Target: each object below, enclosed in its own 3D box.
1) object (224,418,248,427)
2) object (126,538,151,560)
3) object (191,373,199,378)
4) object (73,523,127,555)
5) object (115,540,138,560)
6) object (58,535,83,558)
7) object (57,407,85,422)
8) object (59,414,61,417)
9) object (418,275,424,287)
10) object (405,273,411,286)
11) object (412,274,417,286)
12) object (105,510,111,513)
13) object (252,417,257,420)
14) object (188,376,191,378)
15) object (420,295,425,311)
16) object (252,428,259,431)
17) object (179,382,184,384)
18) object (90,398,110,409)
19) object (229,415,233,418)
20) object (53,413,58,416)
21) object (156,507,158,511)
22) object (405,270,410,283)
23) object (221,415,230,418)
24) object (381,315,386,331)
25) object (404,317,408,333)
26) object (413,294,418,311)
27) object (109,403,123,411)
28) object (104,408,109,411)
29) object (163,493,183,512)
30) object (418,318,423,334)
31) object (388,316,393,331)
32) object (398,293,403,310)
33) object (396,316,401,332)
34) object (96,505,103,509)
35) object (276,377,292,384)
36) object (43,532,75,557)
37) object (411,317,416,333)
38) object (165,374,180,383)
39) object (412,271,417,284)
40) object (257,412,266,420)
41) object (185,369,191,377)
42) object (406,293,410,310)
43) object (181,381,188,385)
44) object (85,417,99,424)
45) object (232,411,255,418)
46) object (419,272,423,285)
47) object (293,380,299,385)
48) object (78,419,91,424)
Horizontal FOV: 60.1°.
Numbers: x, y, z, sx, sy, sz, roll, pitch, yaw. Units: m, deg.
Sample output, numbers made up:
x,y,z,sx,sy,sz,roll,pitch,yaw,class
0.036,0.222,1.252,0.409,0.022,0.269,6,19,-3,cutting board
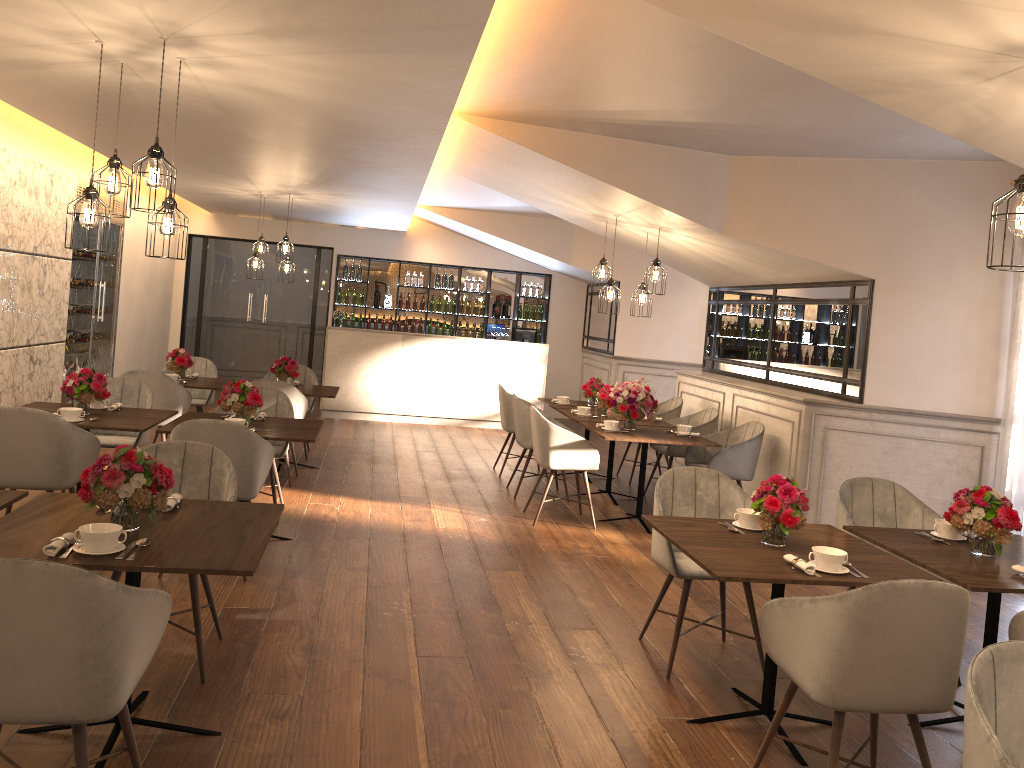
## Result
x,y,z,sx,sy,sz,roll,pitch,yaw,class
-1.648,0.247,5.263,0.148,0.072,0.148,7,5,34,object
-1.159,0.513,2.756,0.043,0.015,0.198,4,5,-13,object
-2.940,-0.077,8.208,0.056,0.039,0.176,4,4,-9,object
-1.265,0.478,2.719,0.148,0.072,0.149,3,4,-31,object
-1.195,0.515,2.757,0.022,0.004,0.211,4,4,-9,object
-1.347,0.495,2.717,0.025,0.024,0.193,4,4,-9,object
-2.553,0.180,5.124,0.148,0.072,0.148,7,5,34,object
-2.635,0.197,5.122,0.025,0.024,0.193,4,4,-9,object
-1.393,-1.582,13.568,0.070,0.190,0.041,5,1,-9,object
-1.591,-1.597,13.538,0.070,0.190,0.041,5,1,-9,object
-1.492,-1.589,13.553,0.070,0.190,0.041,5,1,-9,object
-1.467,0.451,3.278,0.022,0.004,0.211,4,4,-9,object
-1.696,0.220,5.862,0.025,0.024,0.193,4,4,-9,object
-2.973,-0.071,8.193,0.025,0.024,0.193,4,4,-9,object
-1.373,-1.248,13.613,0.065,0.261,0.066,4,2,-30,object
-1.542,0.282,5.300,0.043,0.015,0.198,4,5,-13,object
-2.855,-0.007,7.632,0.022,0.004,0.211,4,4,-9,object
-2.679,0.122,5.720,0.148,0.072,0.148,7,5,34,object
-1.850,0.220,5.822,0.022,0.004,0.211,4,4,-9,object
-2.667,0.188,5.107,0.056,0.039,0.176,4,4,-9,object
-1.314,0.451,3.318,0.025,0.024,0.193,4,4,-9,object
-1.588,-1.633,13.537,0.069,0.208,0.040,5,1,-9,object
-1.885,0.211,5.823,0.043,0.015,0.198,4,5,-13,object
-1.964,-0.928,13.535,0.065,0.261,0.066,4,2,-30,object
-1.622,-0.903,13.587,0.065,0.261,0.066,4,2,-30,object
-1.482,-1.256,13.597,0.065,0.261,0.066,4,2,-30,object
-2.569,0.148,5.738,0.056,0.039,0.176,4,4,-9,object
-2.602,0.153,5.724,0.025,0.024,0.193,4,4,-9,object
-1.281,0.445,3.333,0.056,0.039,0.176,4,4,-9,object
-1.404,-0.887,13.621,0.065,0.261,0.066,4,2,-30,object
-1.855,-0.920,13.551,0.065,0.261,0.066,4,2,-30,object
-1.700,-1.272,13.563,0.065,0.261,0.066,4,2,-30,object
-1.731,-0.911,13.570,0.065,0.261,0.066,4,2,-30,object
-1.502,0.443,3.280,0.043,0.015,0.198,4,5,-13,object
-2.146,-0.035,8.329,0.148,0.072,0.148,6,4,14,object
-1.379,0.486,2.702,0.056,0.039,0.176,4,4,-9,object
-1.513,-0.895,13.604,0.065,0.261,0.066,4,2,-30,object
-2.925,-0.045,7.594,0.148,0.072,0.148,7,5,34,object
-1.489,-1.625,13.552,0.069,0.208,0.040,5,1,-9,object
-1.663,0.214,5.877,0.056,0.039,0.176,4,4,-9,object
-3.051,-0.102,8.190,0.148,0.072,0.148,6,4,14,object
-1.591,-1.264,13.580,0.065,0.261,0.066,4,2,-30,object
-2.826,-0.010,7.629,0.043,0.015,0.198,5,4,-5,object
-2.447,0.215,5.161,0.043,0.015,0.198,4,5,-13,object
-1.774,0.189,5.859,0.148,0.072,0.148,7,5,34,object
-1.390,-1.618,13.567,0.069,0.208,0.040,5,1,-9,object
-2.035,-0.010,8.346,0.056,0.039,0.176,4,4,-9,object
-2.483,0.217,5.163,0.022,0.004,0.211,4,4,-9,object
